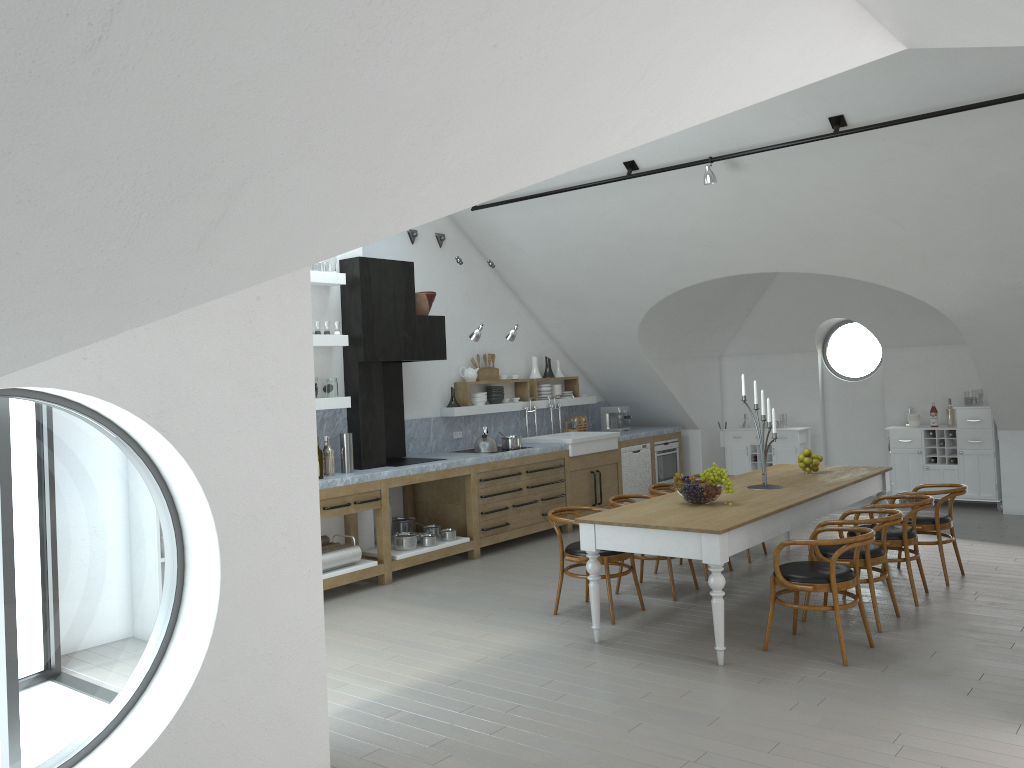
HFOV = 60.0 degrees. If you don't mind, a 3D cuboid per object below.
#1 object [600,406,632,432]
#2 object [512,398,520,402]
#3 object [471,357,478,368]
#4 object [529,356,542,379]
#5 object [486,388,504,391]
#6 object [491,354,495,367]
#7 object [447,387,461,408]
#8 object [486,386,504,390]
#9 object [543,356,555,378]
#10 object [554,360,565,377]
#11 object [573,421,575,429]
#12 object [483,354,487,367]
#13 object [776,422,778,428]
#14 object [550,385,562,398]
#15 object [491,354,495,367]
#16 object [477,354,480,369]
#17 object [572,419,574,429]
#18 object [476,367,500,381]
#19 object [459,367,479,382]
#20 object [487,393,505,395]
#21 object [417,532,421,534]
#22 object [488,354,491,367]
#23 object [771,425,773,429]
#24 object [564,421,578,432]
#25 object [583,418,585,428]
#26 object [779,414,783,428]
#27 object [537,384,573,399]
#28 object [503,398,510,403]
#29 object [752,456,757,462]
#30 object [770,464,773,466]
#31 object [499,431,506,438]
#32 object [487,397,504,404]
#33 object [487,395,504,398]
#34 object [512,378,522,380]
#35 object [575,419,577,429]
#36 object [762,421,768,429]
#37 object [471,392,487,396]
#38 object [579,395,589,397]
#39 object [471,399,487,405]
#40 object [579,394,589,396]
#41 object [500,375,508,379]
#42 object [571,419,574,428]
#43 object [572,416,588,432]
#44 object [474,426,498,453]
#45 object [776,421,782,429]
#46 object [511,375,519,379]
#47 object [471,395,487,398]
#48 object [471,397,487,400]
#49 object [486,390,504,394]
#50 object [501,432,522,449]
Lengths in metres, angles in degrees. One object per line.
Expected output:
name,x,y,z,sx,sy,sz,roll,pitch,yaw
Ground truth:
object,1.397,0.452,11.490,0.386,0.320,0.324,-3,0,39
object,0.047,0.187,10.414,0.098,0.049,0.098,-2,0,36
object,-0.388,-0.171,9.938,0.199,0.259,0.016,-2,-1,-41
object,0.280,-0.201,10.728,0.156,0.268,0.156,-3,-1,28
object,-0.192,0.089,10.094,0.205,0.084,0.205,-3,0,-24
object,-0.208,-0.198,10.167,0.030,0.294,0.057,-4,-2,39
object,-0.637,0.140,9.566,0.156,0.218,0.156,-3,-1,20
object,-0.196,0.062,10.095,0.205,0.080,0.206,-2,0,41
object,0.448,-0.210,10.931,0.156,0.268,0.156,-3,-1,43
object,0.582,-0.193,11.111,0.156,0.218,0.156,-3,-1,20
object,0.780,0.545,11.144,0.019,0.179,0.044,-3,-1,4
object,-0.293,-0.194,10.061,0.040,0.299,0.061,-3,-1,36
object,3.422,0.529,11.500,0.094,0.093,0.093,-3,0,26
object,0.544,0.088,10.965,0.158,0.160,0.154,-2,0,-23
object,-0.218,-0.197,10.127,0.039,0.298,0.068,-4,-1,39
object,-0.368,-0.190,9.969,0.027,0.299,0.055,-4,-2,39
object,0.768,0.536,11.160,0.019,0.196,0.022,-3,-1,27
object,-0.282,-0.115,10.053,0.084,0.157,0.354,-3,0,39
object,-0.469,-0.109,9.807,0.174,0.169,0.168,-3,0,22
object,-0.185,0.136,10.085,0.205,0.086,0.205,-3,0,-9
object,-0.917,1.429,8.372,0.061,0.035,0.170,-3,0,39
object,-0.256,-0.195,10.076,0.019,0.299,0.057,-4,-2,39
object,3.361,0.536,11.431,0.077,0.085,0.077,-3,-1,26
object,0.736,0.553,11.150,0.100,0.171,0.173,-3,-1,41
object,0.917,0.525,11.332,0.040,0.192,0.042,-3,-1,-1
object,3.487,0.483,11.463,0.054,0.179,0.054,-3,-1,16
object,0.525,0.091,10.979,0.197,0.196,0.657,-3,0,38
object,-0.074,0.194,10.264,0.098,0.049,0.098,-2,0,36
object,3.192,0.969,11.521,0.082,0.085,0.317,-3,0,40
object,3.375,1.065,11.423,0.081,0.083,0.317,-3,0,38
object,-0.052,0.593,9.500,0.235,0.167,0.051,-3,-1,34
object,-0.189,0.191,10.086,0.205,0.072,0.206,-2,0,26
object,-0.190,0.164,10.086,0.205,0.086,0.205,-3,0,-14
object,0.040,-0.058,10.424,0.164,0.012,0.163,-3,1,-34
object,0.804,0.532,11.157,0.040,0.192,0.042,-2,-1,-15
object,3.277,0.529,11.452,0.082,0.105,0.081,-2,-1,-38
object,-0.367,0.130,9.869,0.181,0.076,0.181,-3,0,-14
object,0.894,0.160,11.448,0.213,0.025,0.213,-2,1,26
object,-0.366,0.205,9.865,0.181,0.064,0.181,-3,0,-29
object,0.894,0.152,11.448,0.213,0.025,0.213,-2,1,26
object,-0.095,-0.074,10.258,0.098,0.049,0.098,-2,0,36
object,0.766,0.533,11.187,0.040,0.192,0.042,-2,-1,-14
object,0.865,0.520,11.330,0.104,0.223,0.200,-3,-1,39
object,-0.274,0.567,9.165,0.246,0.268,0.246,-2,-1,-41
object,3.441,0.526,11.411,0.071,0.099,0.071,-2,-1,-28
object,0.039,-0.081,10.425,0.098,0.049,0.098,-2,0,36
object,-0.367,0.159,9.868,0.181,0.069,0.181,-3,0,-34
object,-0.368,0.182,9.865,0.181,0.065,0.181,-3,0,-14
object,-0.191,0.115,10.089,0.205,0.072,0.206,-2,0,26
object,0.026,0.616,9.541,0.232,0.170,0.394,-3,0,19
